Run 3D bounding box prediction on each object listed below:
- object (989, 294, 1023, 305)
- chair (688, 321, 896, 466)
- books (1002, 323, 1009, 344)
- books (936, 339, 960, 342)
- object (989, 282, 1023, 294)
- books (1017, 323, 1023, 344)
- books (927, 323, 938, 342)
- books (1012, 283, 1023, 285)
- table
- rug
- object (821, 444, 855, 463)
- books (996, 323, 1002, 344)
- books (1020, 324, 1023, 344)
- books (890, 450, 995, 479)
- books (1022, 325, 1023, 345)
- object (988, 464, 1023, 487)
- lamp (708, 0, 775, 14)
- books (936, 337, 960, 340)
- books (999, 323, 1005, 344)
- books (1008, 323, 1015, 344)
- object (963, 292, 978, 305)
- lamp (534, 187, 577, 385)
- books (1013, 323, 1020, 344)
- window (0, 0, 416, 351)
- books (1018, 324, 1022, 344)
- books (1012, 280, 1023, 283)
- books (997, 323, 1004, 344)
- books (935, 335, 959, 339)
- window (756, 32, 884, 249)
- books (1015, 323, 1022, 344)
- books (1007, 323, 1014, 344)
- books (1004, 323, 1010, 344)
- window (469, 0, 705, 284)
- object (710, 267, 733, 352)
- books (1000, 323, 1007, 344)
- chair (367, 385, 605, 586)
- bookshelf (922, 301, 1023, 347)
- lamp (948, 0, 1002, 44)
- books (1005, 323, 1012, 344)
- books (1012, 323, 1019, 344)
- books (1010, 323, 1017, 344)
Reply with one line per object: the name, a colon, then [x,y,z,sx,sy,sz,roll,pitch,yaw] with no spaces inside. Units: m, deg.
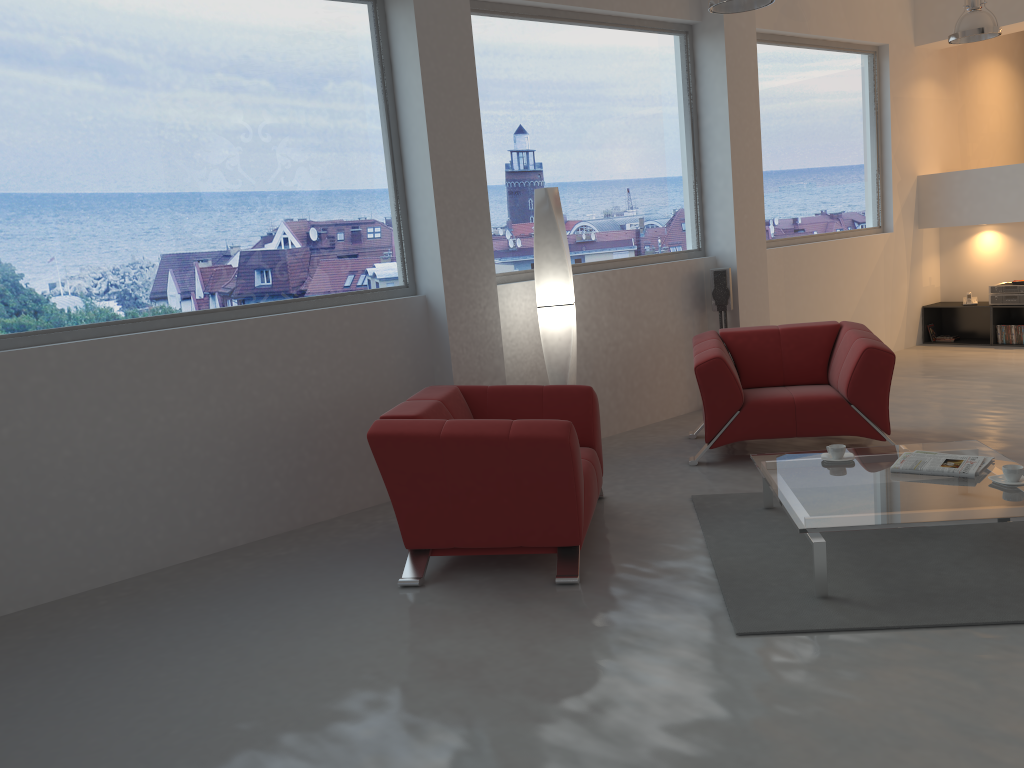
object: [4.985,-0.850,8.731,0.365,0.100,0.430,-13,12,-38]
chair: [1.775,0.032,5.732,1.288,0.738,0.951,-4,9,12]
books: [4.913,-0.501,8.808,0.135,0.190,0.031,-13,12,-38]
books: [4.581,-0.464,9.322,0.135,0.015,0.190,-13,12,-38]
object: [4.982,-0.948,8.720,0.349,0.077,0.430,-13,12,-38]
books: [4.997,-0.492,8.703,0.135,0.190,0.031,-13,12,-38]
books: [4.451,-0.545,9.380,0.135,0.187,0.063,-13,12,-38]
books: [4.973,-0.986,8.668,0.135,0.015,0.190,0,11,31]
table: [1.713,0.556,3.915,1.097,0.286,1.162,-4,9,7]
rug: [1.738,0.698,3.937,1.700,0.025,1.700,-4,9,7]
object: [1.566,0.333,4.266,0.153,0.069,0.153,-2,10,18]
books: [4.875,-0.505,8.855,0.135,0.190,0.031,-13,12,-38]
books: [5.016,-0.490,8.680,0.135,0.190,0.031,-13,12,-38]
books: [1.925,0.361,3.990,0.367,0.035,0.345,3,12,41]
books: [5.026,-0.489,8.668,0.135,0.190,0.031,-13,12,-38]
object: [2.081,0.378,3.687,0.153,0.069,0.153,-7,9,-12]
lamp: [1.306,-2.609,5.126,0.379,0.800,0.379,-7,9,-9]
books: [4.583,-0.478,9.315,0.135,0.015,0.190,-13,12,-38]
books: [4.894,-0.503,8.831,0.135,0.190,0.031,-13,12,-38]
books: [4.950,-0.497,8.761,0.135,0.190,0.031,-13,12,-38]
object: [4.657,-0.873,9.012,0.130,0.117,0.146,-1,10,27]
lamp: [0.297,-0.346,5.669,0.313,1.779,0.313,3,13,43]
books: [4.979,-0.494,8.726,0.135,0.190,0.031,-13,12,-38]
window: [-1.633,-1.230,4.662,2.400,1.800,0.100,-13,12,-38]
books: [5.007,-0.491,8.692,0.135,0.190,0.031,-13,12,-38]
books: [4.977,-1.002,8.674,0.135,0.015,0.190,1,11,36]
books: [4.884,-0.504,8.843,0.135,0.190,0.031,-13,12,-38]
books: [4.571,-0.494,9.325,0.135,0.015,0.190,-13,12,-38]
window: [2.697,-2.198,8.079,2.400,1.800,0.100,-13,12,-38]
books: [4.988,-0.493,8.715,0.135,0.190,0.031,-13,12,-38]
books: [4.941,-0.498,8.773,0.135,0.190,0.031,-13,12,-38]
books: [4.922,-0.500,8.796,0.135,0.190,0.031,-13,12,-38]
window: [0.532,-1.714,6.371,2.400,1.800,0.100,-13,12,-38]
object: [1.677,-0.355,7.005,0.214,1.112,0.229,-3,10,17]
books: [4.903,-0.502,8.820,0.135,0.190,0.031,-13,12,-38]
chair: [-0.050,0.415,4.450,0.951,0.738,1.288,-4,9,12]
bookshelf: [5.338,-0.563,8.371,0.405,0.397,2.764,-13,12,-38]
lamp: [3.625,-3.127,6.957,0.379,0.800,0.379,-2,10,23]
books: [4.932,-0.499,8.785,0.135,0.190,0.031,-13,12,-38]
books: [4.969,-0.495,8.738,0.135,0.190,0.031,-13,12,-38]
books: [4.960,-0.496,8.750,0.135,0.190,0.031,-13,12,-38]
